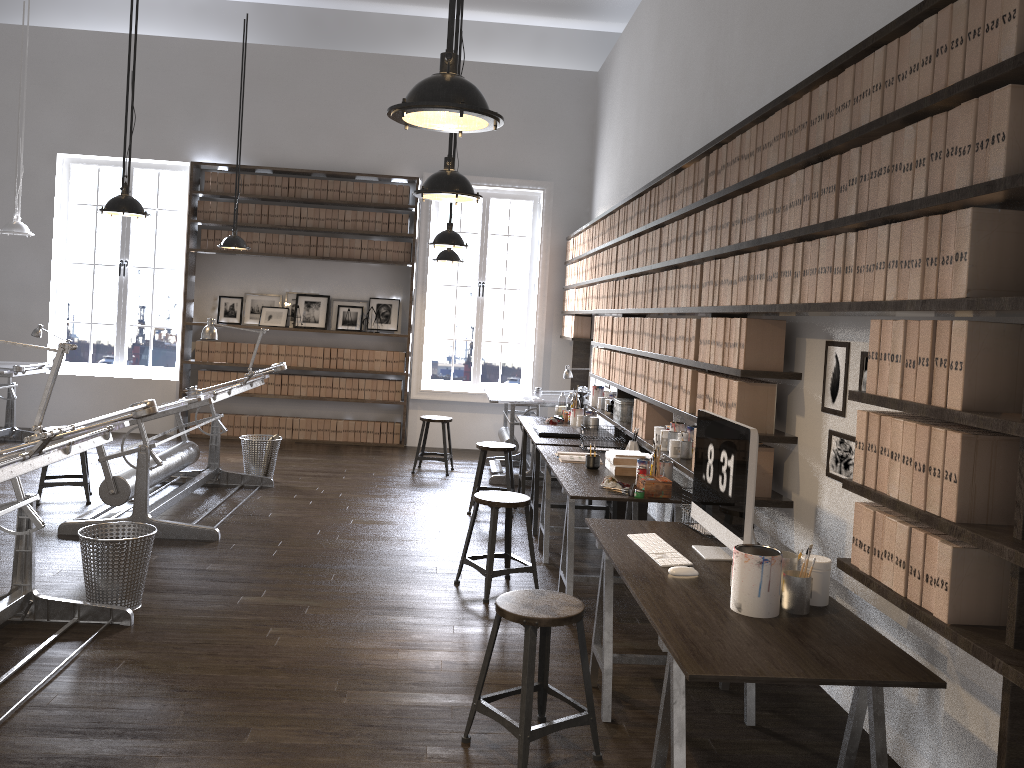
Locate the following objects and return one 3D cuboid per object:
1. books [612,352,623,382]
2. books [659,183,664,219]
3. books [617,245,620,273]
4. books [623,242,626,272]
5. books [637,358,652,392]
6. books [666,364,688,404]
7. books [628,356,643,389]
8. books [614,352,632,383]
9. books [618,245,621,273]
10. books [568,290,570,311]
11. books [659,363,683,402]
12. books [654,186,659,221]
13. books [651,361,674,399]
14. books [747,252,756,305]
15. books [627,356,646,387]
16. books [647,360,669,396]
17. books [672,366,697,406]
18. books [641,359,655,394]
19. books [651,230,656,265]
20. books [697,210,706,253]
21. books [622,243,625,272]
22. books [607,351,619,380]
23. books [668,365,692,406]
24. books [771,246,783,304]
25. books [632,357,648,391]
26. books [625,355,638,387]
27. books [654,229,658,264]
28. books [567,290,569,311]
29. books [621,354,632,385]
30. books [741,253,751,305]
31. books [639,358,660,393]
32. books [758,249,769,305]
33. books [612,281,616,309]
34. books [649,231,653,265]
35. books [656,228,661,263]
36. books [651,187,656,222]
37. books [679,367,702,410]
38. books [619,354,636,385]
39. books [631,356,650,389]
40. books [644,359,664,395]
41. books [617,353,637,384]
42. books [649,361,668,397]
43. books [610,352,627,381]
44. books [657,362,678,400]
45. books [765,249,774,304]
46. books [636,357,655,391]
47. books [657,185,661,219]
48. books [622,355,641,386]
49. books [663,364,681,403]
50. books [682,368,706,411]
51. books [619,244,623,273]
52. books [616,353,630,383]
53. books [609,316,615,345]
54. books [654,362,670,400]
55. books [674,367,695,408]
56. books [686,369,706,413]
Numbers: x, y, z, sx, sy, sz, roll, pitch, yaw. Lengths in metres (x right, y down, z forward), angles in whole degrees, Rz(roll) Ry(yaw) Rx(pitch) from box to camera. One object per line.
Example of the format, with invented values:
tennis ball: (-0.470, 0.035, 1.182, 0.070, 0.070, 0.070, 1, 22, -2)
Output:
books: (0.854, -0.124, 6.694, 0.174, 0.225, 0.067, 3, 2, -4)
books: (1.005, -1.118, 5.452, 0.174, 0.225, 0.067, 3, 2, -4)
books: (0.899, -0.945, 6.778, 0.174, 0.225, 0.067, 3, 2, -4)
books: (0.916, -0.924, 6.504, 0.174, 0.225, 0.067, 3, 2, -4)
books: (0.918, -0.053, 5.790, 0.174, 0.225, 0.067, 3, 2, -4)
books: (0.972, 0.007, 5.034, 0.174, 0.225, 0.067, 3, 2, -4)
books: (0.896, -0.075, 6.075, 0.174, 0.225, 0.067, 3, 2, -4)
books: (0.863, -0.118, 6.625, 0.174, 0.225, 0.067, 3, 2, -4)
books: (0.902, -0.940, 6.709, 0.174, 0.225, 0.067, 3, 2, -4)
books: (0.696, -0.887, 9.454, 0.174, 0.225, 0.067, 3, 2, -4)
books: (0.957, -0.004, 5.171, 0.174, 0.225, 0.067, 3, 2, -4)
books: (0.994, -1.129, 5.591, 0.174, 0.225, 0.067, 3, 2, -4)
books: (0.944, -0.020, 5.373, 0.174, 0.225, 0.067, 3, 2, -4)
books: (1.094, -0.438, 3.736, 0.174, 0.225, 0.067, 3, 2, -4)
books: (0.895, -0.081, 6.146, 0.174, 0.225, 0.067, 3, 2, -4)
books: (0.940, -0.031, 5.513, 0.174, 0.225, 0.067, 3, 2, -4)
books: (0.983, 0.018, 4.892, 0.174, 0.225, 0.067, 3, 2, -4)
books: (0.923, -0.042, 5.654, 0.174, 0.225, 0.067, 3, 2, -4)
books: (0.978, -0.852, 5.589, 0.174, 0.225, 0.067, 3, 2, -4)
books: (1.052, -0.770, 4.545, 0.174, 0.225, 0.067, 3, 2, -4)
books: (0.910, -0.928, 6.566, 0.174, 0.225, 0.067, 3, 2, -4)
books: (0.837, -0.140, 6.899, 0.174, 0.225, 0.067, 3, 2, -4)
books: (0.973, 0.012, 4.963, 0.174, 0.225, 0.067, 3, 2, -4)
books: (1.109, -0.416, 3.449, 0.174, 0.225, 0.067, 3, 2, -4)
books: (0.905, -0.064, 5.929, 0.174, 0.225, 0.067, 3, 2, -4)
books: (0.890, -0.086, 6.216, 0.174, 0.225, 0.067, 3, 2, -4)
books: (0.984, -0.847, 5.527, 0.174, 0.225, 0.067, 3, 2, -4)
books: (0.686, -0.893, 9.527, 0.174, 0.225, 0.067, 3, 2, -4)
books: (0.879, -0.097, 6.350, 0.174, 0.225, 0.067, 3, 2, -4)
books: (1.084, -0.443, 3.803, 0.174, 0.225, 0.067, 3, 2, -4)
books: (0.918, -0.048, 5.727, 0.174, 0.225, 0.067, 3, 2, -4)
books: (1.100, -0.427, 3.595, 0.174, 0.225, 0.067, 3, 2, -4)
books: (0.875, -0.686, 6.886, 0.174, 0.225, 0.067, 3, 2, -4)
books: (0.971, -0.858, 5.662, 0.174, 0.225, 0.067, 3, 2, -4)
books: (0.984, -0.842, 5.460, 0.174, 0.225, 0.067, 3, 2, -4)
books: (0.985, -1.135, 5.663, 0.174, 0.225, 0.067, 3, 2, -4)
books: (0.993, 0.029, 4.744, 0.174, 0.225, 0.067, 3, 2, -4)
books: (0.873, -0.102, 6.413, 0.174, 0.225, 0.067, 3, 2, -4)
books: (0.905, -0.069, 6.004, 0.174, 0.225, 0.067, 3, 2, -4)
books: (0.931, -0.037, 5.582, 0.174, 0.225, 0.067, 3, 2, -4)
books: (0.866, -0.108, 6.485, 0.174, 0.225, 0.067, 3, 2, -4)
books: (0.943, -0.026, 5.443, 0.174, 0.225, 0.067, 3, 2, -4)
books: (0.845, -0.130, 6.766, 0.174, 0.225, 0.067, 3, 2, -4)
books: (0.957, -0.010, 5.238, 0.174, 0.225, 0.067, 3, 2, -4)
books: (1.110, -0.421, 3.524, 0.174, 0.225, 0.067, 3, 2, -4)
books: (0.916, -0.058, 5.855, 0.174, 0.225, 0.067, 3, 2, -4)
books: (1.002, -1.123, 5.521, 0.174, 0.225, 0.067, 3, 2, -4)
books: (0.879, -0.092, 6.283, 0.174, 0.225, 0.067, 3, 2, -4)
books: (0.967, 0.001, 5.105, 0.174, 0.225, 0.067, 3, 2, -4)
books: (0.993, 0.035, 4.668, 0.174, 0.225, 0.067, 3, 2, -4)
books: (0.903, -0.934, 6.638, 0.174, 0.225, 0.067, 3, 2, -4)
books: (0.866, -0.113, 6.555, 0.174, 0.225, 0.067, 3, 2, -4)
books: (0.852, -0.410, 6.889, 0.174, 0.225, 0.067, 3, 2, -4)
books: (0.951, -0.014, 5.301, 0.174, 0.225, 0.067, 3, 2, -4)
books: (0.983, 0.023, 4.817, 0.174, 0.225, 0.067, 3, 2, -4)
books: (1.001, 0.041, 4.590, 0.174, 0.225, 0.067, 3, 2, -4)
